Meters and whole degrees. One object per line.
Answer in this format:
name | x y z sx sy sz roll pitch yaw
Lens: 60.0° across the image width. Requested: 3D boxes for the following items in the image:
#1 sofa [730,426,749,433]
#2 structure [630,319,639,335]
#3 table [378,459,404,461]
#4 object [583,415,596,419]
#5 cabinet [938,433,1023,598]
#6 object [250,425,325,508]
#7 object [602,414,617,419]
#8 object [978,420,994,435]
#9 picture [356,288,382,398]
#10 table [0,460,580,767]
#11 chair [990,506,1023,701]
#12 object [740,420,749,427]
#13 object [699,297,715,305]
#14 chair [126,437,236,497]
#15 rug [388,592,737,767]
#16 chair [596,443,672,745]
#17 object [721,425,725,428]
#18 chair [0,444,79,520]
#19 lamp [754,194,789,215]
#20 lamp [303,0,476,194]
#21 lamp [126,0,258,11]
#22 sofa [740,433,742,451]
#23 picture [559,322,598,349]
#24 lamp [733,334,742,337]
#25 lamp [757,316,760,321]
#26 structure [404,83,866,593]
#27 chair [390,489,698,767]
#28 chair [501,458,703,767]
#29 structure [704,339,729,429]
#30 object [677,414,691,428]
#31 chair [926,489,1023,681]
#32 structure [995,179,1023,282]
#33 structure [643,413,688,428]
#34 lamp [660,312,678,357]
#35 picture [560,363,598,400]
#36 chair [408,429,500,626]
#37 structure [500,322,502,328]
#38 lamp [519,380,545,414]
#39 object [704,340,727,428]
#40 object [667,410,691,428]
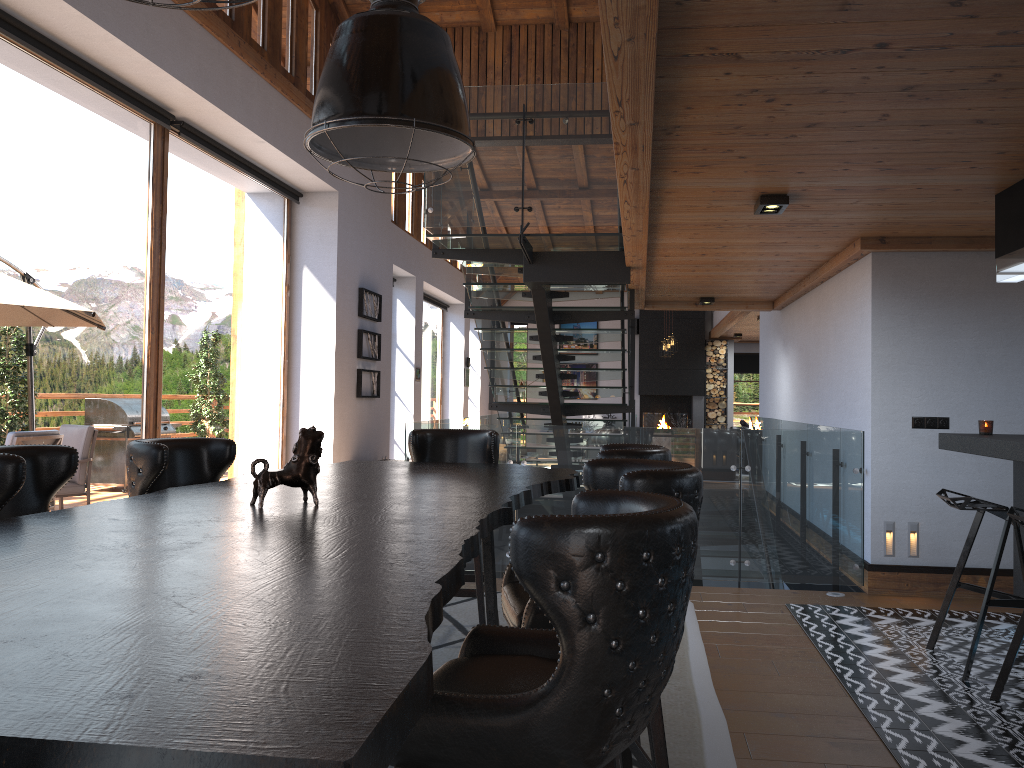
sofa | 4.783 1.202 16.547 1.236 0.838 2.572 1 -1 7
structure | 2.723 -1.273 19.708 0.213 0.349 0.214 1 -2 8
table | -1.426 1.199 10.858 0.682 0.470 1.258 1 -1 8
object | 1.700 0.835 19.499 0.261 0.532 0.423 2 -2 -23
cabinet | 2.611 0.802 2.797 0.886 1.104 4.814 1 -1 8
object | -0.695 0.253 2.733 0.223 0.253 0.115 2 -2 -30
object | 2.140 0.868 19.510 0.338 0.455 0.337 0 -2 33
object | 2.688 0.247 5.028 0.078 0.081 0.080 0 -2 43
picture | -1.755 -0.486 10.928 0.059 1.313 0.776 1 -2 8
table | -0.591 0.848 2.750 1.425 0.950 3.807 1 -1 8
chair | 2.277 0.940 3.565 0.468 0.840 0.539 1 -2 5
object | 4.765 0.887 18.115 0.251 0.319 0.147 2 -2 -41
object | 2.100 -0.900 9.569 0.155 0.068 0.262 1 -1 8
chair | -1.241 0.770 3.535 0.564 1.092 0.507 0 -2 16
rug | -0.492 1.310 3.049 2.544 0.047 5.647 1 -1 8
chair | 0.321 0.781 3.399 0.567 1.092 0.505 1 -2 6
object | 4.455 1.268 18.923 0.269 0.795 0.262 1 -2 -9
chair | -1.423 0.744 2.729 0.570 1.092 0.502 1 -2 -9
lamp | 1.421 -0.989 4.862 0.155 0.068 0.262 1 -1 8
lamp | -0.408 -3.056 3.305 0.628 4.687 0.614 2 -2 -37
lamp | -0.636 -3.086 1.725 0.628 4.687 0.614 2 -2 -37
sofa | 2.568 1.137 14.659 2.559 0.838 1.242 1 -1 7
picture | 1.497 -1.055 19.928 0.877 0.816 0.036 1 -2 7
lamp | 4.694 -1.016 18.422 0.155 0.068 0.262 1 -1 8
lamp | 4.148 -1.087 14.655 0.155 0.068 0.262 1 -1 8
structure | -1.669 0.997 8.264 9.183 6.401 11.055 1 -1 8
chair | 0.050 0.757 1.631 0.564 1.092 0.507 0 -2 16
chair | 0.232 0.764 2.437 0.570 1.092 0.502 1 -2 -9
structure | 4.422 0.354 19.270 0.500 2.618 0.513 1 -2 8
object | 3.655 1.138 18.827 0.311 1.018 0.304 2 -2 -37
chair | 2.342 0.953 4.320 0.468 0.840 0.540 1 -2 8
structure | 2.672 -0.799 3.031 0.709 0.476 3.259 1 -1 8
structure | 3.334 0.888 19.252 0.979 0.514 0.184 1 -2 7
lamp | 2.964 -1.625 16.868 0.262 2.202 0.802 1 -2 -1
picture | 1.482 -0.060 19.897 0.877 0.816 0.036 1 -2 7
chair | -0.330 0.794 4.735 0.503 1.092 0.569 1 -2 7
structure | -0.346 -1.313 20.079 0.213 0.349 0.214 1 -2 8
lamp | 0.306 0.647 18.858 0.522 1.899 1.335 0 -2 29
object | 4.416 0.361 19.280 0.492 2.613 0.467 1 -2 7
object | 3.050 0.826 16.158 0.403 0.808 0.624 0 -2 19
